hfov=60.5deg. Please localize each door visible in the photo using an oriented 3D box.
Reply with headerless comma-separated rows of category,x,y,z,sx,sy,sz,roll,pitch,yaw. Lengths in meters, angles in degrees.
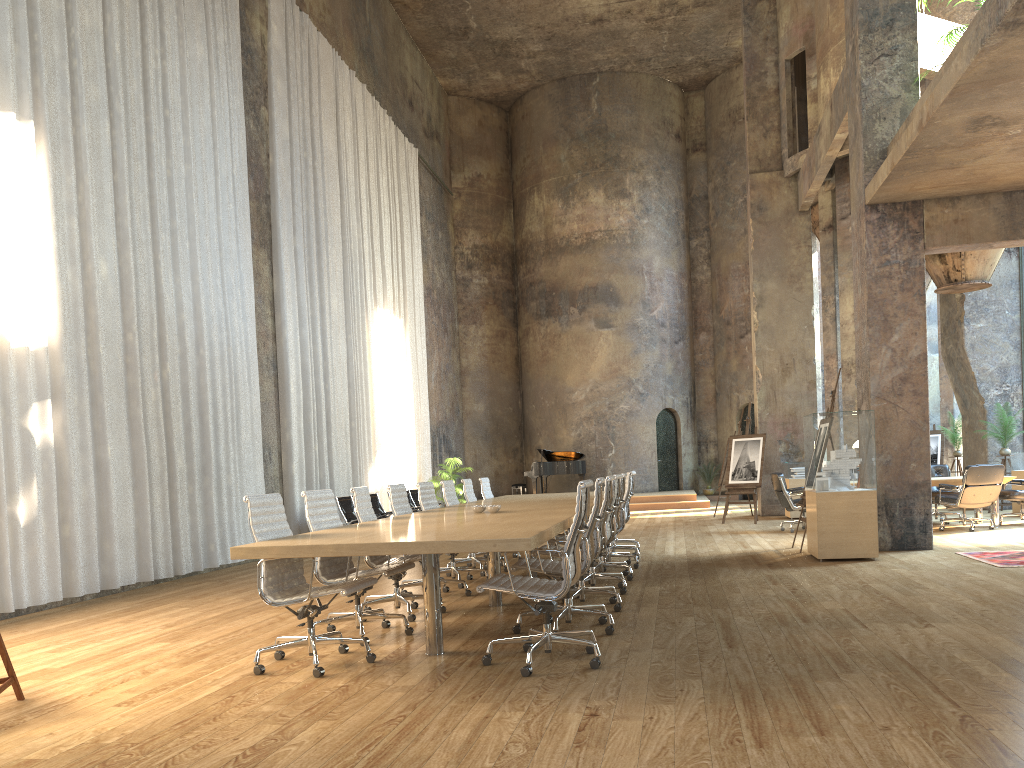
door,4.244,1.816,24.259,0.900,2.301,0.091,-3,2,-31
door,6.572,1.831,23.818,0.110,2.636,0.904,-4,2,-37

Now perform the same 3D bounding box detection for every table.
table,5.821,1.737,12.768,2.412,0.701,1.105,-4,-4,11
table,0.028,1.528,8.251,1.603,0.758,7.721,-3,-6,10

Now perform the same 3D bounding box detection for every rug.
rug,5.795,1.658,8.483,2.465,0.009,1.347,-4,-6,11

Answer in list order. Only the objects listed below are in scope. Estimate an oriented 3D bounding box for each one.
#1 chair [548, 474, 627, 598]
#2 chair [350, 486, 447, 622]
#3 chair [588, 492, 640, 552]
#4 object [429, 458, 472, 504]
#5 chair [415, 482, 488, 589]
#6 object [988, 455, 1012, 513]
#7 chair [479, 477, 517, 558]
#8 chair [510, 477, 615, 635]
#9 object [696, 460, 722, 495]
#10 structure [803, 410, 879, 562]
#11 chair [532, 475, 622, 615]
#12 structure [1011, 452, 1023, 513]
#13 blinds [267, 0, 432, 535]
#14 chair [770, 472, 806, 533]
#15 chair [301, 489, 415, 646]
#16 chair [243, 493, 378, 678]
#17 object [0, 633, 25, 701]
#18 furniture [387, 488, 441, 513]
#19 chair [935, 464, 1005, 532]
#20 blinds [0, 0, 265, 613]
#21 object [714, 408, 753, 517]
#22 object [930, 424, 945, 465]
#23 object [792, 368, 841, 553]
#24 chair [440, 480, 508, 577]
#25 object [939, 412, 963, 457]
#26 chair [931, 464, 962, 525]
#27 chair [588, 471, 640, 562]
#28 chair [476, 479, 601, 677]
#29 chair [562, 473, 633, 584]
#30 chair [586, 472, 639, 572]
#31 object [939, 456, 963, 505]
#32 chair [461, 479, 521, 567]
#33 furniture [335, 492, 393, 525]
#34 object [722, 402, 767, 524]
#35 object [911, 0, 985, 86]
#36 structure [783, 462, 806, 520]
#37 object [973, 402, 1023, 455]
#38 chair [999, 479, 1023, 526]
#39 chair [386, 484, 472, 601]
chair,0.659,1.309,7.658,0.700,1.027,0.664,-3,0,19
chair,-0.891,1.306,6.901,0.700,1.027,0.664,-3,0,10
chair,1.271,1.625,11.137,0.700,1.027,0.664,-3,0,16
object,-1.358,2.372,19.614,1.092,1.459,1.129,-3,-1,1
chair,-0.568,1.468,8.684,0.700,1.027,0.664,-3,0,19
object,8.503,1.694,14.944,0.656,0.974,0.572,-2,0,-43
chair,2.712,1.534,10.818,12.965,1.032,31.530,-4,-6,10
chair,0.332,1.148,5.872,0.700,1.027,0.664,-3,0,14
object,5.514,2.606,24.479,0.914,0.992,0.906,-3,-2,22
structure,3.501,1.089,9.397,0.595,1.550,0.741,-2,1,10
chair,0.498,1.229,6.774,0.700,1.027,0.664,-3,0,16
structure,8.455,1.573,13.925,0.736,1.016,0.742,-3,-1,10
blinds,-2.728,-1.502,16.888,0.275,8.655,7.823,-2,-1,11
chair,4.292,1.742,13.063,0.821,0.894,0.730,-3,-1,7
chair,-1.048,1.230,6.059,0.700,1.027,0.664,-3,0,19
chair,-1.177,1.152,5.205,0.700,1.027,0.664,-3,0,16
object,-2.644,0.996,4.224,0.572,1.299,0.656,-2,1,44
furniture,-1.638,2.341,16.093,0.709,0.841,1.873,-3,-4,10
chair,6.190,1.548,11.993,0.728,0.893,0.823,-2,-1,-16
blinds,-4.309,-2.269,8.393,0.275,8.655,7.823,-2,-1,11
object,4.347,1.551,17.218,0.686,2.150,0.698,-2,2,36
object,8.776,1.482,18.595,0.703,2.150,0.681,-2,2,39
object,3.631,0.897,10.267,0.685,2.150,0.699,-2,1,9
chair,-0.407,1.548,9.568,0.700,1.027,0.664,-3,0,16
object,8.790,0.977,17.429,0.690,0.941,0.857,-3,-1,31
chair,6.459,1.677,13.418,0.730,0.893,0.821,-3,-1,11
chair,1.148,1.546,10.281,0.700,1.027,0.664,-3,0,19
chair,0.156,1.064,4.940,0.700,1.027,0.664,-3,0,16
chair,0.823,1.387,8.523,0.700,1.027,0.664,-3,0,16
chair,0.999,1.470,9.438,0.700,1.027,0.664,-3,0,10
object,8.885,1.922,17.428,0.659,0.974,0.570,-3,0,5
chair,-0.241,1.629,10.470,0.700,1.027,0.664,-3,0,14
furniture,-2.075,2.129,13.747,0.709,0.841,1.873,-3,-4,10
object,4.105,1.377,15.342,0.703,2.150,0.681,-1,2,42
object,4.857,-3.197,8.900,1.404,1.812,1.354,-3,-1,16
structure,5.340,1.907,15.845,0.744,1.016,0.734,-3,-1,10
object,8.320,0.760,15.016,0.860,0.941,0.687,-3,-1,13
chair,7.279,1.547,12.487,0.821,0.894,0.730,-3,-1,5
chair,-0.732,1.390,7.820,0.700,1.027,0.664,-3,0,16
